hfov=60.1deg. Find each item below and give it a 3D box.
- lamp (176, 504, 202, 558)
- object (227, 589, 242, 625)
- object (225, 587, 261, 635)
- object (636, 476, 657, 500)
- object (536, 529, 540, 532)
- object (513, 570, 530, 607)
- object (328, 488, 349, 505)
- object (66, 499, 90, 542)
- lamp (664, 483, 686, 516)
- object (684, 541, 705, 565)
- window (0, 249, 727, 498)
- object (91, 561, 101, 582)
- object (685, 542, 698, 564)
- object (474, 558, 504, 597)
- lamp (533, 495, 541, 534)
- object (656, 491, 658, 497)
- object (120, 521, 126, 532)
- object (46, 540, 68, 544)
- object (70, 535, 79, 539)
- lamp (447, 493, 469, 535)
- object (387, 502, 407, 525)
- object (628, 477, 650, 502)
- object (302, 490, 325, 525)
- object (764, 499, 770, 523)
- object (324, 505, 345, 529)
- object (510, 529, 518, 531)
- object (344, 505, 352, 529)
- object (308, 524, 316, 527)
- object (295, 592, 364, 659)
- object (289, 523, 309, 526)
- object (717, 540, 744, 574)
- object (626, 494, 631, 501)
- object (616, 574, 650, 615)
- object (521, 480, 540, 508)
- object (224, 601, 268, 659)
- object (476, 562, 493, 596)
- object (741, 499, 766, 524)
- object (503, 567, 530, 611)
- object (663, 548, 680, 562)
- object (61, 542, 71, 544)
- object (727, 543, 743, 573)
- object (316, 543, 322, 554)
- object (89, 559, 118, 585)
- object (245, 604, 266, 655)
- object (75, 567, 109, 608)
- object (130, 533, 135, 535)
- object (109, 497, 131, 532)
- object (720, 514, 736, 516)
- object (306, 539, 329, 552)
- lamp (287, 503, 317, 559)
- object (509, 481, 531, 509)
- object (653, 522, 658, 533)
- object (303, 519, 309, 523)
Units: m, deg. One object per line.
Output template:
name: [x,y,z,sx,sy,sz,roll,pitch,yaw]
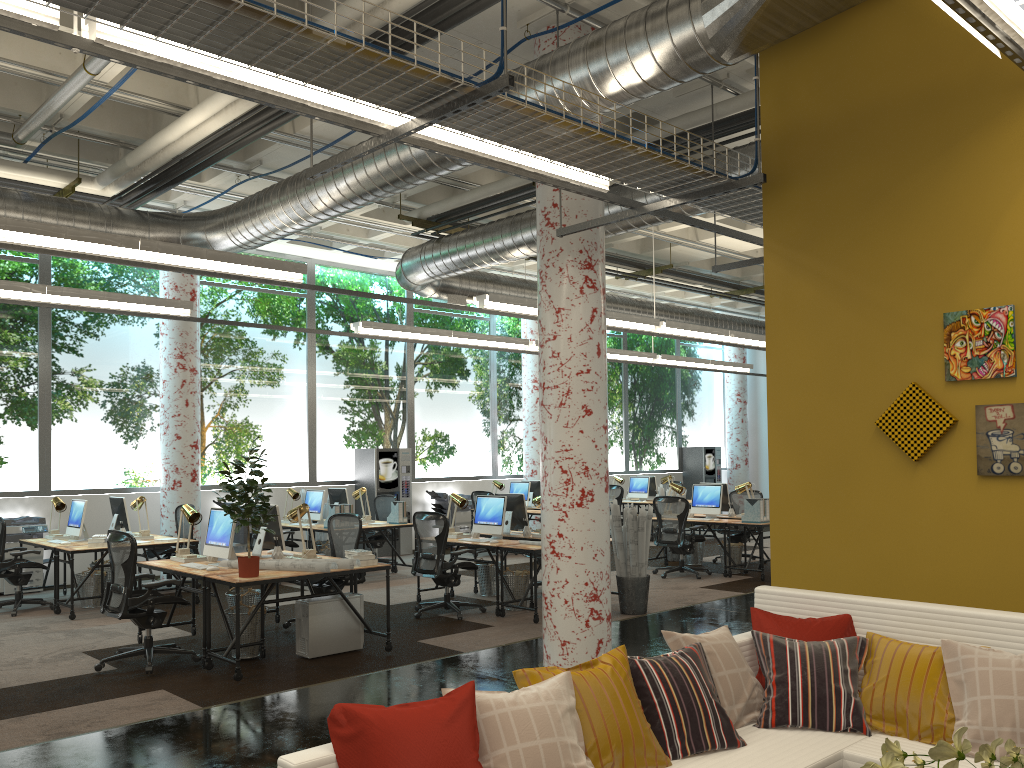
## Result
lamp: [-2.914,1.383,7.959,0.219,0.610,0.529,0,-3,-24]
object: [-2.565,2.125,8.258,0.120,0.402,0.235,1,-3,-43]
object: [-2.504,2.115,8.309,0.359,0.434,0.353,-4,-4,43]
object: [2.717,2.106,17.954,0.190,0.484,0.484,1,-4,-43]
object: [0.467,2.658,14.997,0.120,0.402,0.235,1,-3,-43]
object: [0.098,2.217,9.575,0.120,0.402,0.235,1,-3,-43]
object: [-2.560,1.774,13.007,0.190,0.484,0.484,1,-4,-43]
object: [-5.046,1.588,10.317,0.190,0.484,0.484,1,-4,-43]
lamp: [2.297,1.729,12.800,0.219,0.610,0.529,0,-3,-24]
object: [2.707,2.461,13.150,0.359,0.434,0.353,-4,-4,43]
window: [-4.046,-0.244,13.908,26.223,3.756,0.050,4,-4,-43]
object: [-5.143,2.410,11.009,0.120,0.402,0.235,1,-3,-43]
object: [2.646,2.471,13.099,0.120,0.402,0.235,1,-3,-43]
object: [-0.264,2.285,10.500,0.359,0.434,0.353,-4,-4,43]
lamp: [0.422,1.518,9.914,0.209,0.610,0.529,0,-3,-24]
object: [2.907,2.217,17.663,0.101,0.209,0.101,-1,-2,2]
object: [-4.651,1.742,10.578,0.101,0.209,0.101,-1,-2,2]
object: [-5.223,1.812,10.177,0.119,0.017,0.439,4,-6,-43]
object: [-5.232,1.752,10.601,0.101,0.209,0.101,-1,-2,2]
lamp: [-0.670,1.553,10.152,0.209,0.610,0.529,0,-3,-24]
object: [-1.603,1.798,12.349,0.150,0.301,0.281,1,-4,-43]
object: [2.511,2.063,17.402,0.190,0.484,0.484,1,-4,-43]
object: [-2.963,2.113,12.661,0.191,1.207,1.079,1,-3,-43]
object: [3.277,1.675,11.712,0.150,0.301,0.281,1,-4,-43]
object: [-2.341,1.751,11.657,0.150,0.301,0.281,1,-4,-43]
object: [0.044,2.737,15.871,0.120,0.402,0.235,1,-3,-43]
object: [-2.233,1.758,11.758,0.150,0.301,0.281,1,-4,-43]
object: [-2.724,1.926,12.070,0.106,0.029,0.059,3,-6,-42]
object: [-1.527,2.024,7.466,0.541,0.454,0.221,2,-4,-43]
object: [-2.943,1.956,12.314,0.119,0.017,0.439,4,-6,-43]
object: [3.008,2.376,12.175,0.359,0.434,0.353,-4,-4,43]
object: [2.326,2.228,17.685,0.101,0.209,0.101,-1,-2,2]
object: [1.259,2.185,9.188,0.353,0.398,0.354,-1,-3,2]
object: [0.348,1.957,15.733,0.190,0.484,0.484,1,-4,-43]
object: [-2.203,2.030,7.334,0.359,0.434,0.353,-4,-4,43]
object: [-0.325,2.295,10.449,0.120,0.402,0.235,1,-3,-43]
object: [3.169,1.668,11.611,0.150,0.301,0.281,1,-4,-43]
object: [0.037,2.200,9.525,0.359,0.434,0.353,-4,-4,43]
object: [2.491,2.537,13.679,0.353,0.398,0.354,-1,-3,2]
object: [-5.004,1.782,9.933,0.106,0.029,0.059,3,-6,-42]
object: [3.069,2.393,12.225,0.120,0.402,0.235,1,-3,-43]
object: [-2.864,2.554,13.145,0.120,0.402,0.235,1,-3,-43]
object: [-5.083,2.400,11.059,0.359,0.434,0.353,-4,-4,43]
object: [-2.142,2.047,7.384,0.120,0.402,0.235,1,-3,-43]
object: [-4.782,2.316,10.085,0.359,0.434,0.353,-4,-4,43]
object: [-4.657,1.872,10.996,0.119,0.017,0.439,4,-6,-43]
object: [-4.840,1.631,10.870,0.190,0.484,0.484,1,-4,-43]
object: [3.133,1.932,13.087,0.119,0.017,0.439,4,-6,-43]
object: [-3.019,2.620,13.725,0.353,0.398,0.354,1,-3,-24]
lamp: [-1.818,1.348,7.723,0.209,0.610,0.529,0,-3,-24]
object: [0.141,1.914,15.180,0.190,0.484,0.484,1,-4,-43]
object: [2.836,2.808,17.219,0.120,0.402,0.235,1,-3,-43]
object: [-2.952,1.896,12.738,0.101,0.209,0.101,-1,-2,2]
